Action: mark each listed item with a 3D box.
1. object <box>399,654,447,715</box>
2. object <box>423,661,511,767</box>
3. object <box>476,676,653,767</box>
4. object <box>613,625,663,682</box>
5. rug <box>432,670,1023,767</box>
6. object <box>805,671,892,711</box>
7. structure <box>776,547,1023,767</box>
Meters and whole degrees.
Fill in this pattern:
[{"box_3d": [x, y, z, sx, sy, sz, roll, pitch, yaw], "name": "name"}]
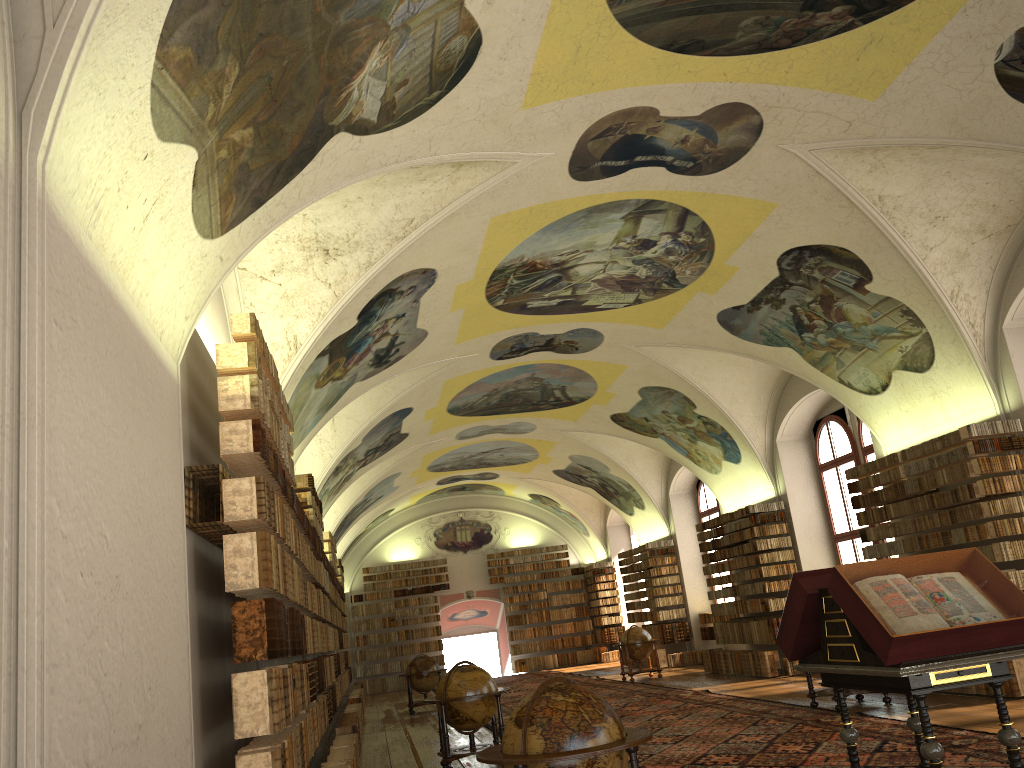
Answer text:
[{"box_3d": [-2.297, 7.797, 23.167, 1.282, 1.442, 1.282, -16, -17, 31], "name": "object"}, {"box_3d": [-0.618, 4.726, 12.738, 1.281, 1.442, 1.283, -15, -16, 26], "name": "object"}, {"box_3d": [0.407, 2.845, 6.349, 1.283, 1.442, 1.281, -20, -19, 40], "name": "object"}, {"box_3d": [3.438, 7.320, 24.211, 1.282, 1.442, 1.282, -16, -17, 31], "name": "object"}, {"box_3d": [1.926, 6.093, 16.406, 4.702, 0.064, 37.093, -5, -15, -11], "name": "rug"}, {"box_3d": [5.108, 4.253, 13.792, 1.283, 1.442, 1.281, -20, -19, 40], "name": "object"}, {"box_3d": [3.184, 2.405, 7.093, 1.245, 1.972, 1.901, -5, -15, -10], "name": "structure"}]
